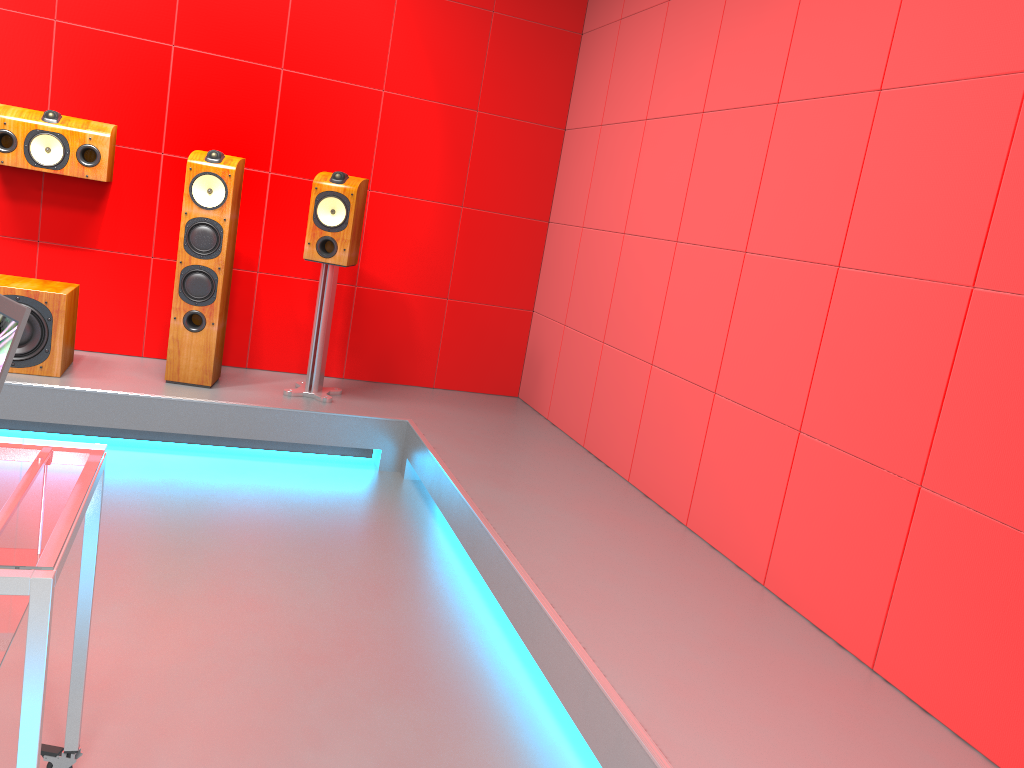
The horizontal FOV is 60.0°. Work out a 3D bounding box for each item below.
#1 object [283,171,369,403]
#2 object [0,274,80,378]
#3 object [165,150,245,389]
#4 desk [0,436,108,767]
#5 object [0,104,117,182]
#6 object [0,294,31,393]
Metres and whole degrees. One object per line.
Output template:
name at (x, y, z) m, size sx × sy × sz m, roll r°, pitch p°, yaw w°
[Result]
object at (-0.869, -0.464, 4.181) m, size 0.231 × 1.058 × 0.265 m, roll 10°, pitch 10°, yaw 1°
object at (-2.106, -0.257, 3.830) m, size 0.360 × 0.360 × 0.360 m, roll 6°, pitch 11°, yaw -19°
object at (-1.392, -0.524, 4.023) m, size 0.203 × 1.052 × 0.238 m, roll 8°, pitch 10°, yaw -9°
desk at (-1.475, 0.423, 1.181) m, size 1.617 × 0.690 × 0.594 m, roll 6°, pitch 11°, yaw -19°
object at (-2.069, -1.091, 3.992) m, size 0.493 × 0.271 × 0.235 m, roll 6°, pitch 11°, yaw -19°
object at (-0.955, -0.009, 1.291) m, size 0.342 × 0.285 × 0.340 m, roll 19°, pitch 13°, yaw 40°
